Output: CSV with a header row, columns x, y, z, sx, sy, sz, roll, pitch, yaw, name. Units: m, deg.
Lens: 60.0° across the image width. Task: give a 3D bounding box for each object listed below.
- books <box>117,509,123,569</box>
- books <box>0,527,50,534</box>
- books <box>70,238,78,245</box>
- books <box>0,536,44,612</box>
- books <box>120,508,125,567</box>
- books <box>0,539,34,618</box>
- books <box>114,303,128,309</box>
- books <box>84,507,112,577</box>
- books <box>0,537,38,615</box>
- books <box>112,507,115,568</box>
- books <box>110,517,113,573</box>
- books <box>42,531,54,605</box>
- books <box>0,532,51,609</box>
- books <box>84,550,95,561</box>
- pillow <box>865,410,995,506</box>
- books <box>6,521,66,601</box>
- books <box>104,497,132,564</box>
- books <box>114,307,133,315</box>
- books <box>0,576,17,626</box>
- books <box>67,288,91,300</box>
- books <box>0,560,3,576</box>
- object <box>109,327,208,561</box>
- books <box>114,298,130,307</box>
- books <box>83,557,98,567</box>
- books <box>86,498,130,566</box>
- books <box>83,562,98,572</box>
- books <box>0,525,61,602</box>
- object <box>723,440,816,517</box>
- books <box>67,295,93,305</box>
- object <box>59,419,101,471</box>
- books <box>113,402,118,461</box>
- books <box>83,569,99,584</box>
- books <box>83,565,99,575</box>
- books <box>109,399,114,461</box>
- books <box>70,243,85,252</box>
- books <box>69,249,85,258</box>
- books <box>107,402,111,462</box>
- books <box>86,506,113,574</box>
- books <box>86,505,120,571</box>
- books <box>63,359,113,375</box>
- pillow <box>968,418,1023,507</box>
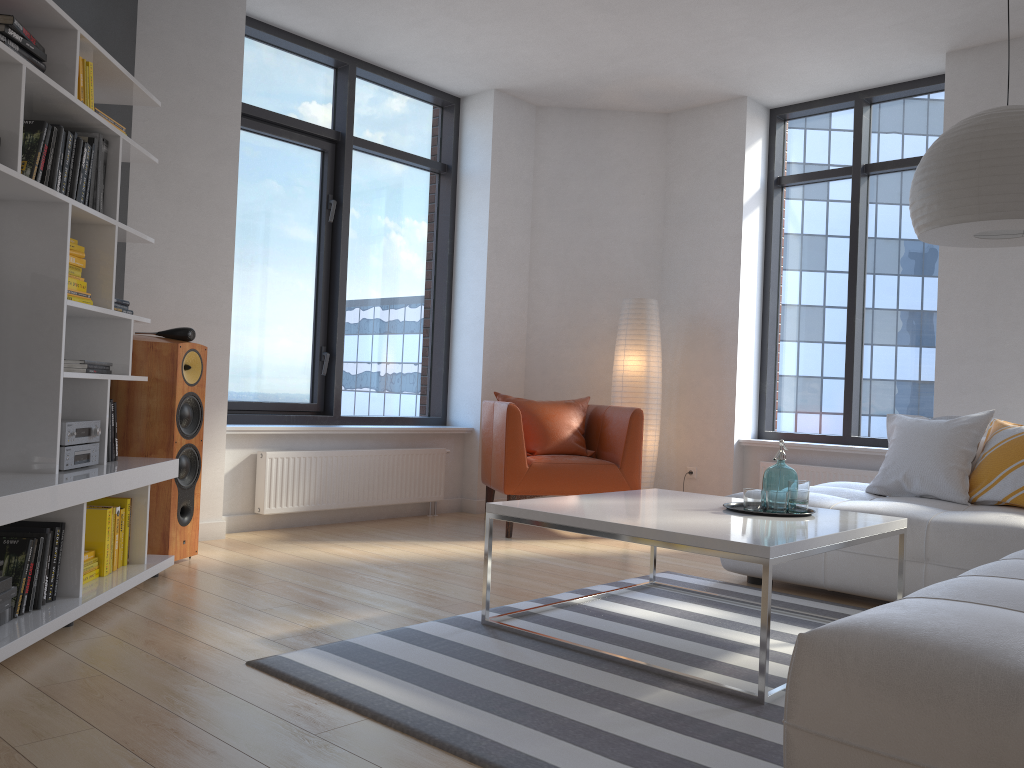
x,y,z,sx,sy,sz,roll,pitch,yaw,name
-1.650,0.615,3.544,0.172,0.234,0.024,2,-1,-2,books
-1.628,0.598,2.903,0.192,0.254,0.075,2,-1,-3,books
-1.732,-0.538,3.254,0.163,0.023,0.223,2,-1,2,books
-1.612,0.608,2.846,0.169,0.233,0.081,2,-1,-3,books
-1.654,0.615,3.570,0.172,0.234,0.024,2,-1,-2,books
-1.618,0.606,2.781,0.182,0.234,0.104,2,-1,-2,books
-1.673,-0.321,3.618,0.142,0.015,0.198,2,-1,-4,books
-1.647,0.602,3.393,0.198,0.255,0.044,2,-1,-2,books
-1.625,0.608,2.814,0.187,0.234,0.096,2,-1,-2,books
-1.649,0.605,3.463,0.180,0.251,0.019,2,-1,-2,books
-1.631,0.619,3.443,0.156,0.229,0.024,2,-1,-3,books
-1.623,0.605,2.930,0.179,0.243,0.068,2,-1,-4,books
-1.601,0.606,2.881,0.172,0.242,0.069,2,-1,-2,books
-1.647,0.640,3.270,0.138,0.026,0.186,2,-1,-3,books
2.202,0.335,3.555,0.580,0.456,2.156,3,-1,-22,pillow
-1.632,0.596,3.001,0.197,0.260,0.066,2,-1,-2,books
-1.671,0.598,3.625,0.213,0.270,0.025,2,-1,-2,books
-1.672,-0.302,3.619,0.161,0.023,0.213,2,-1,1,books
-1.640,0.649,2.552,0.277,0.137,0.343,3,-1,-7,books
-1.705,-0.337,3.249,0.203,0.024,0.257,2,-1,1,books
-1.658,0.556,2.546,0.250,0.047,0.310,3,-1,-7,books
-1.694,0.275,4.117,0.434,1.088,0.290,2,-1,13,object
-1.688,-0.341,3.621,0.161,0.023,0.213,2,-1,1,books
-1.635,0.661,3.274,0.134,0.014,0.187,2,-1,-2,books
-1.661,0.598,3.598,0.204,0.270,0.029,2,-1,-2,books
-1.620,0.677,3.269,0.113,0.018,0.169,2,-1,-1,books
-1.629,0.601,2.967,0.191,0.249,0.084,2,-1,-2,books
0.954,0.338,3.281,0.330,0.265,0.330,3,-1,-23,object
-1.698,-0.311,3.252,0.194,0.028,0.257,2,-1,3,books
-1.696,0.219,3.249,0.270,0.174,0.285,2,-1,-2,object
-1.704,0.191,3.618,0.177,0.242,0.066,2,-1,-3,books
-1.638,0.713,3.272,0.147,0.033,0.190,2,-1,-2,books
-1.641,0.690,3.273,0.148,0.011,0.196,2,-1,-2,books
-1.710,0.185,3.588,0.193,0.255,0.066,2,-1,-3,books
-1.711,-0.514,3.265,0.163,0.023,0.223,2,-1,2,books
-1.715,-0.491,3.256,0.160,0.022,0.227,2,-1,13,books
-1.698,0.190,3.560,0.169,0.242,0.050,2,-1,-3,books
-1.650,0.601,3.424,0.199,0.263,0.015,2,-1,-2,books
-1.648,0.606,3.490,0.185,0.250,0.035,2,-1,-2,books
-1.719,-0.068,3.422,0.250,0.047,0.310,3,-1,-7,books
2.252,0.351,3.240,0.630,0.440,2.095,2,-1,0,pillow
